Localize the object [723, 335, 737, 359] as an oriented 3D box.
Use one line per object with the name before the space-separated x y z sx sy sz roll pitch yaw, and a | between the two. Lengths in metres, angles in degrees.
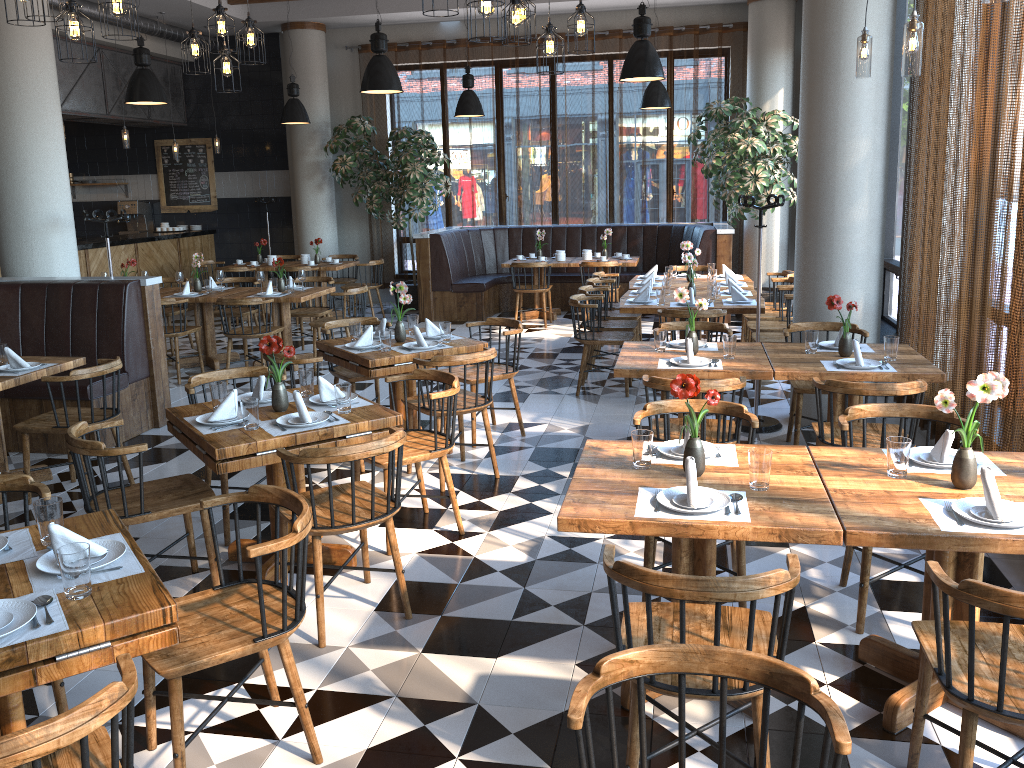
object | 1.245 -0.211 5.071 0.080 0.131 0.080 -2 11 -4

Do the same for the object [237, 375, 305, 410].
object | -1.245 0.014 4.373 0.353 0.136 0.274 -10 15 -33

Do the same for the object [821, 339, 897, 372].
object | 1.867 -0.164 4.781 0.352 0.136 0.274 1 13 11

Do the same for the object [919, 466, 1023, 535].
object | 1.447 0.334 2.663 0.352 0.136 0.274 1 13 11

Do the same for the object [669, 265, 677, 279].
object | 1.657 -1.148 9.107 0.080 0.131 0.080 -2 11 -4

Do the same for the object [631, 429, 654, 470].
object | 0.471 0.238 3.205 0.080 0.131 0.080 -2 11 -4

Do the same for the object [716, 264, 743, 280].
object | 2.227 -1.158 9.071 0.272 0.136 0.355 1 13 11

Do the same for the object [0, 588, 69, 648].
object | -1.291 0.528 2.141 0.353 0.136 0.274 -10 15 -33

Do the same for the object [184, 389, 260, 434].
object | -1.311 0.100 4.008 0.272 0.136 0.354 -10 15 -33

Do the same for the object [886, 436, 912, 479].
object | 1.323 0.254 3.038 0.080 0.131 0.080 -12 15 -43

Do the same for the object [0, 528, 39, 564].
object | -1.598 0.436 2.576 0.353 0.136 0.274 -10 15 -33

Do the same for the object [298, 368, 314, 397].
object | -1.032 -0.007 4.453 0.080 0.131 0.080 4 13 26

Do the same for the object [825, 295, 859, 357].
object | 1.868 -0.335 5.045 0.171 0.352 0.157 6 13 33

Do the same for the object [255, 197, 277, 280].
object | -3.679 -2.005 13.476 0.375 1.645 0.377 6 13 33

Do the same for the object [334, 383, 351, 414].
object | -0.779 0.068 4.096 0.080 0.131 0.080 2 12 16

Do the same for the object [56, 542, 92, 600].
object | -1.134 0.489 2.304 0.080 0.131 0.080 4 13 26

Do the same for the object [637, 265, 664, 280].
object | 1.439 -1.170 9.215 0.272 0.136 0.355 1 13 11

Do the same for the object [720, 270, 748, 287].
object | 2.110 -1.020 8.482 0.272 0.136 0.355 1 13 11

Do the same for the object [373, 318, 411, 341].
object | -0.900 -0.392 6.102 0.353 0.136 0.274 -10 15 -33

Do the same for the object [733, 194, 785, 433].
object | 1.746 -0.501 6.278 0.374 1.645 0.377 -3 11 -6

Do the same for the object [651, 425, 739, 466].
object | 0.671 0.197 3.349 0.352 0.136 0.274 1 13 11

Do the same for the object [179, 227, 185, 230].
object | -5.120 -2.393 13.692 0.080 0.065 0.099 4 13 23

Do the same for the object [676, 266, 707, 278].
object | 1.852 -1.187 9.241 0.352 0.136 0.274 1 13 11

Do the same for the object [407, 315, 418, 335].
object | -0.690 -0.413 6.180 0.080 0.131 0.080 -4 12 -13

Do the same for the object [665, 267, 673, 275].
object | 1.599 -1.125 9.014 0.080 0.131 0.080 -2 11 -4

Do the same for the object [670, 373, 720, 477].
object | 0.637 0.140 3.121 0.156 0.352 0.172 -3 11 -10

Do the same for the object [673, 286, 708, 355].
object | 1.046 -0.374 5.212 0.207 0.397 0.147 -7 12 -24

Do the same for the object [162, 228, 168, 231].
object | -5.332 -2.371 13.625 0.080 0.065 0.099 4 13 23

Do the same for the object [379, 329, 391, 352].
object | -0.797 -0.273 5.584 0.080 0.131 0.080 -6 12 -23

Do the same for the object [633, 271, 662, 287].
object | 1.329 -1.039 8.659 0.272 0.136 0.355 1 13 11

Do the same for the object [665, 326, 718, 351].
object | 1.090 -0.300 5.467 0.352 0.136 0.274 1 13 11

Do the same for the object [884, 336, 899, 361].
object | 2.097 -0.196 4.904 0.080 0.131 0.080 7 14 36

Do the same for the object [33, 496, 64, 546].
object | -1.387 0.414 2.661 0.080 0.131 0.080 4 13 26

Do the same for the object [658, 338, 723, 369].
object | 0.994 -0.179 4.952 0.352 0.136 0.274 1 13 11

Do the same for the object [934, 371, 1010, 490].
object | 1.478 0.152 2.867 0.206 0.397 0.147 1 11 15

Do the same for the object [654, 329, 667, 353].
object | 0.890 -0.258 5.320 0.080 0.131 0.080 -2 11 -4

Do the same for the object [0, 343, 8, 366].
object | -3.145 -0.180 5.455 0.080 0.131 0.080 -2 11 -4

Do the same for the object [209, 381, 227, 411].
object | -1.390 0.060 4.203 0.080 0.131 0.080 2 12 16

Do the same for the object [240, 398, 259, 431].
object | -1.138 0.133 3.857 0.080 0.131 0.080 2 12 16

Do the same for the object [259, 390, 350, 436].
object | -0.938 0.106 3.938 0.353 0.136 0.274 -10 15 -33

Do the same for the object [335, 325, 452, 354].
object | -0.773 -0.310 5.729 0.584 0.136 0.580 -10 15 -33

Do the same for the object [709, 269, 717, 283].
object | 1.964 -1.055 8.665 0.080 0.131 0.080 -2 11 -4

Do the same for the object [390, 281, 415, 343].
object | -0.734 -0.480 5.886 0.207 0.397 0.147 5 13 30

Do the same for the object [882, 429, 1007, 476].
object | 1.543 0.213 3.178 0.352 0.136 0.274 1 13 11

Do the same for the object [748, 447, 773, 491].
object | 0.826 0.286 2.956 0.080 0.131 0.080 -2 11 -4

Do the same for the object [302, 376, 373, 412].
object | -0.873 0.020 4.303 0.272 0.136 0.354 -10 15 -33

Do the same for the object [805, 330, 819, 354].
object | 1.742 -0.243 5.153 0.080 0.131 0.080 7 14 36

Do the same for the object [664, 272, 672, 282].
object | 1.492 -0.999 8.476 0.080 0.131 0.080 -2 11 -4

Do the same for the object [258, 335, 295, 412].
object | -1.101 -0.054 4.172 0.156 0.352 0.172 -6 12 -23

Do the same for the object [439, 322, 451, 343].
object | -0.437 -0.338 5.823 0.080 0.131 0.080 -4 12 -13

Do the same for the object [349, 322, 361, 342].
object | -1.048 -0.346 5.930 0.080 0.131 0.080 -6 12 -23

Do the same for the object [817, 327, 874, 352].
object | 1.962 -0.285 5.296 0.352 0.136 0.274 1 13 11

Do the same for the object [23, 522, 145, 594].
object | -1.225 0.442 2.507 0.272 0.136 0.354 -10 15 -33

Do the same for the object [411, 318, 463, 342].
object | -0.527 -0.386 6.032 0.272 0.136 0.354 -10 15 -33

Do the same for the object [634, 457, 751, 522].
object | 0.575 0.318 2.834 0.352 0.136 0.274 1 13 11

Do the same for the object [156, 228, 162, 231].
object | -5.428 -2.373 13.644 0.080 0.065 0.099 4 13 23

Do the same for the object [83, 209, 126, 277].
object | -3.295 -0.612 7.359 0.375 1.645 0.377 -4 11 -11

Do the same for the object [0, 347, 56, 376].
object | -2.966 -0.155 5.314 0.272 0.136 0.355 1 13 11
